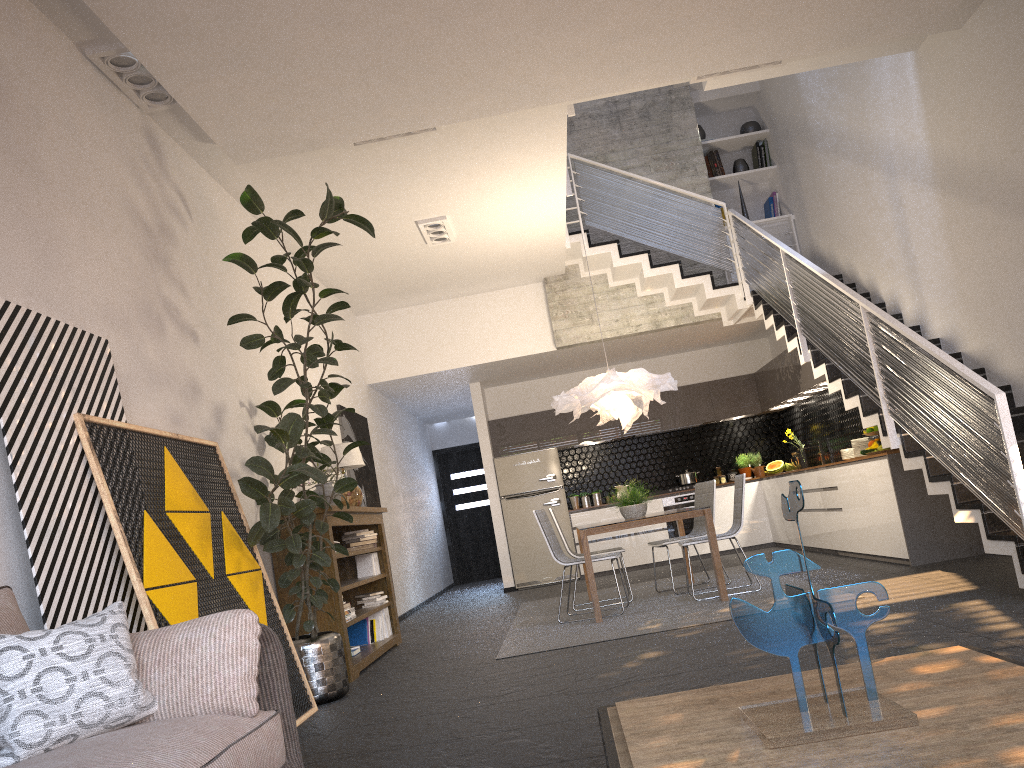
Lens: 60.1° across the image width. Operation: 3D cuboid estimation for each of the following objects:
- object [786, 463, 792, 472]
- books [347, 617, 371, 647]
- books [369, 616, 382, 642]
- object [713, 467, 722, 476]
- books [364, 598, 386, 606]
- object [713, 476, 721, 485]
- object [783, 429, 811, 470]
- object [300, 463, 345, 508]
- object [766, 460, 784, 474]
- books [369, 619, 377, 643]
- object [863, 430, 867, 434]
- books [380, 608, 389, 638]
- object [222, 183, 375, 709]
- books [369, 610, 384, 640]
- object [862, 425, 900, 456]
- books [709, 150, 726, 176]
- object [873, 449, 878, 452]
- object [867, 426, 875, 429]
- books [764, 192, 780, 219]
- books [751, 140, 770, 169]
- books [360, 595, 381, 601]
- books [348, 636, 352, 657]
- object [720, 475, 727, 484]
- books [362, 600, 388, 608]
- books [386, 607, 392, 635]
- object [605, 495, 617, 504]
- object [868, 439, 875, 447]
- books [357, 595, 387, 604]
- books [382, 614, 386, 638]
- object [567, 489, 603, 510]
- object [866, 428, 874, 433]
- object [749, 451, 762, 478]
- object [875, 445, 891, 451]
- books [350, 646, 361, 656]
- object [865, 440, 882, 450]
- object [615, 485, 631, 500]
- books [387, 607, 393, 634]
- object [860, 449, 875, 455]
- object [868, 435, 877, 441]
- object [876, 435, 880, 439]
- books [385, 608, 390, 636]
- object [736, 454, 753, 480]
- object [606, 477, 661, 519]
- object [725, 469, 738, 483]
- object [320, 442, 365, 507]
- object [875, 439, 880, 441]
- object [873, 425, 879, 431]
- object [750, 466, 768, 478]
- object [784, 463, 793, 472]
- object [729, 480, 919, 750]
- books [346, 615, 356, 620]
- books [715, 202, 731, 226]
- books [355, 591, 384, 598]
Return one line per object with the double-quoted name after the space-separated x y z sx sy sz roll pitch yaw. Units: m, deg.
3.662 1.104 11.707 0.133 0.118 0.204 -13 -9 22 "object"
-1.235 1.993 7.129 0.171 0.226 0.166 -10 -7 2 "books"
-1.147 2.011 7.242 0.155 0.193 0.105 -10 -7 2 "books"
2.738 1.169 11.788 0.082 0.112 0.083 -8 -7 -18 "object"
-1.142 1.818 7.392 0.174 0.019 0.245 -9 -9 -8 "books"
2.725 1.286 11.790 0.083 0.112 0.083 -10 -7 2 "object"
3.578 0.810 11.087 0.258 0.539 0.428 -13 -8 25 "object"
-1.475 0.808 6.933 0.385 0.410 0.278 -7 -7 -20 "object"
3.419 1.085 11.499 0.237 0.173 0.217 -15 -9 31 "object"
-1.181 2.019 7.194 0.146 0.182 0.148 -11 -7 5 "books"
3.090 0.421 7.727 0.047 0.041 0.045 -4 -9 -37 "object"
-1.132 2.011 7.403 0.175 0.242 0.024 -10 -6 2 "books"
-1.277 0.317 5.458 0.905 3.181 2.029 -8 -7 -20 "object"
-1.147 1.998 7.283 0.174 0.233 0.101 -10 -6 2 "books"
3.192 0.398 7.709 0.351 0.423 0.354 -9 -7 -4 "object"
2.454 -2.577 10.629 0.134 0.380 0.274 -10 -7 2 "books"
3.211 0.561 7.635 0.229 0.075 0.070 -9 -7 -7 "object"
3.142 0.384 7.736 0.068 0.058 0.071 -10 -8 1 "object"
3.096 -2.056 10.543 0.146 0.381 0.274 -10 -7 2 "books"
2.978 -2.673 10.589 0.160 0.380 0.267 -10 -7 2 "books"
-1.184 1.778 7.383 0.154 0.022 0.207 -7 -9 -18 "books"
-1.266 1.876 6.396 0.167 0.240 0.104 -10 -6 2 "books"
2.810 1.270 11.783 0.083 0.112 0.083 -11 -7 12 "object"
-1.140 1.837 7.385 0.155 0.020 0.206 -12 -9 12 "books"
-1.134 2.036 7.558 0.175 0.242 0.024 -10 -6 2 "books"
1.327 1.541 11.851 0.160 0.110 0.078 -11 -7 7 "object"
3.153 0.527 7.729 0.087 0.092 0.086 -11 -7 7 "object"
-1.167 1.801 7.394 0.175 0.023 0.244 -12 -9 12 "books"
-1.140 2.028 7.380 0.155 0.204 0.021 -10 -6 2 "books"
0.985 1.542 11.832 0.482 0.219 0.173 -10 -7 -1 "object"
3.105 0.407 7.674 0.060 0.054 0.058 -15 -9 36 "object"
3.233 1.048 11.712 0.170 0.377 0.184 -15 -8 39 "object"
3.177 0.546 7.587 0.153 0.072 0.076 -17 -10 40 "object"
-1.230 1.991 6.573 0.270 0.049 0.260 -2 -12 -42 "books"
3.141 0.536 7.698 0.155 0.076 0.079 -16 -10 37 "object"
1.489 1.455 11.815 0.190 0.214 0.172 -12 -7 15 "object"
-1.130 2.040 7.589 0.174 0.243 0.040 -10 -6 2 "books"
3.138 0.583 7.700 0.239 0.048 0.062 -7 -8 -17 "object"
3.442 0.573 8.307 0.171 0.183 0.173 -4 -9 -39 "object"
3.448 0.543 8.125 0.171 0.183 0.173 -7 -8 -21 "object"
-1.136 2.025 7.488 0.174 0.242 0.019 -10 -6 2 "books"
3.097 1.088 11.736 0.245 0.352 0.235 -11 -7 6 "object"
1.005 0.980 7.567 0.531 0.365 0.672 -10 -8 -3 "object"
2.926 1.218 11.775 0.141 0.173 0.142 -10 -7 2 "object"
-1.431 0.812 7.556 0.388 0.579 0.393 -6 -8 -29 "object"
3.206 0.511 7.799 0.059 0.055 0.127 -10 -8 3 "object"
3.174 0.394 7.648 0.101 0.078 0.096 -10 -8 -2 "object"
3.240 1.150 11.590 0.211 0.139 0.124 -16 -9 36 "object"
3.635 1.077 11.533 0.150 0.126 0.224 -17 -11 42 "object"
1.372 -0.990 6.265 0.366 4.446 8.943 -11 -8 13 "object"
-1.235 1.649 6.157 0.219 0.008 0.306 -11 -9 6 "books"
2.515 -1.948 10.566 0.171 0.371 0.274 -10 -7 2 "books"
-1.191 1.758 7.391 0.223 0.023 0.147 -18 -12 43 "books"
